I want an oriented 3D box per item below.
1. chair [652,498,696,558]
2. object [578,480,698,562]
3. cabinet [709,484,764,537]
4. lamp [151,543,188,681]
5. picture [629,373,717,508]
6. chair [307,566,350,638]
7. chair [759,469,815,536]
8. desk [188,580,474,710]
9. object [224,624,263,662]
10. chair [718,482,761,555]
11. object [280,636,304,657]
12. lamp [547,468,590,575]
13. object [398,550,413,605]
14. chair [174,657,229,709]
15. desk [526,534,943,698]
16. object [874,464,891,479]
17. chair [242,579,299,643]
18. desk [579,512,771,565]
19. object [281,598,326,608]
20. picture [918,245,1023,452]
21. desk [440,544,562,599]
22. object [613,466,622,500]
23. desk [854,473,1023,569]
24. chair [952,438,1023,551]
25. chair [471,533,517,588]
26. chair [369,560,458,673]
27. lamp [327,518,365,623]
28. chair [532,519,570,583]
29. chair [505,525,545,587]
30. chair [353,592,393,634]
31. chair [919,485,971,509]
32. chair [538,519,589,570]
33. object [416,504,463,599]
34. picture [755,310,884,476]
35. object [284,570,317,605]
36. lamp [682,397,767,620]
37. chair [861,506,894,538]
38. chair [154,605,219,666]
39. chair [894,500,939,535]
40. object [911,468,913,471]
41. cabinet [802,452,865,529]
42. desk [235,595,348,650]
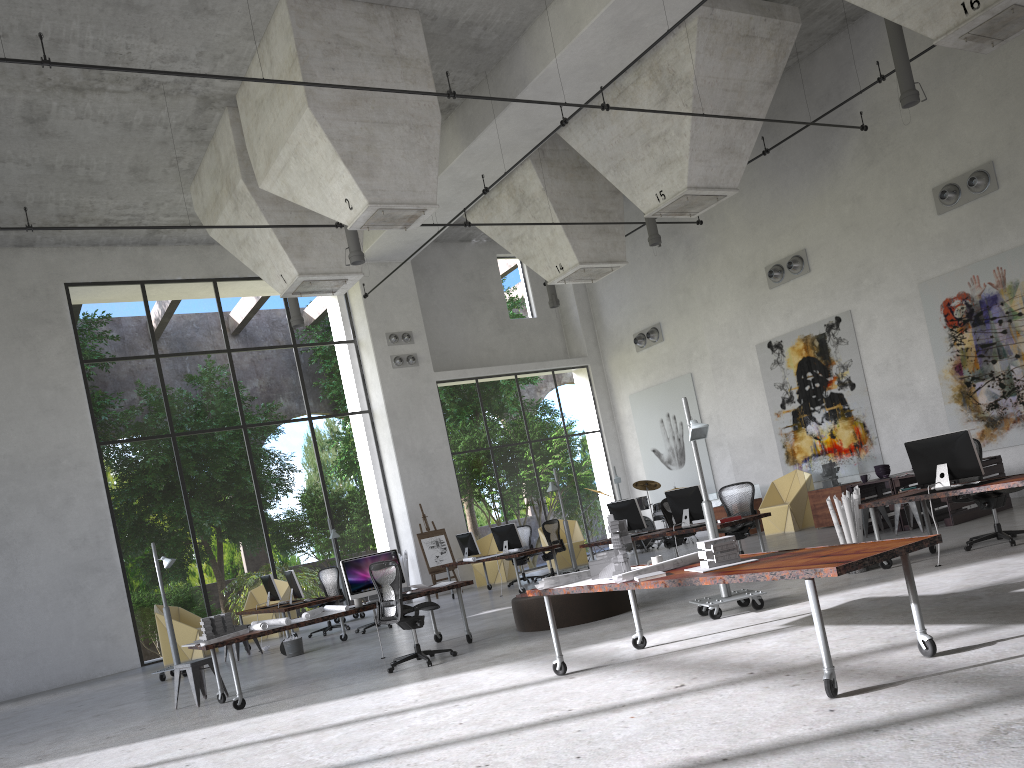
[{"bbox_3d":[2.514,2.373,13.862,0.806,1.179,0.762,-15,-4,42],"label":"chair"},{"bbox_3d":[3.005,3.067,20.764,3.027,1.734,1.863,-18,-8,42],"label":"object"},{"bbox_3d":[4.746,2.698,18.397,0.735,1.009,0.748,-10,-4,-32],"label":"cabinet"},{"bbox_3d":[-5.432,3.545,13.802,0.597,2.144,0.581,-12,-2,1],"label":"lamp"},{"bbox_3d":[3.906,1.496,21.557,0.020,3.005,2.380,-11,-4,-32],"label":"picture"},{"bbox_3d":[-3.375,3.943,15.971,0.779,1.179,0.789,-13,-4,22],"label":"chair"},{"bbox_3d":[5.423,2.306,17.240,0.924,1.164,0.998,-9,-5,-34],"label":"chair"},{"bbox_3d":[-1.942,2.949,10.041,3.097,0.721,0.993,-7,-8,-32],"label":"desk"},{"bbox_3d":[-4.522,4.312,14.647,0.465,0.529,0.470,-16,-6,43],"label":"object"},{"bbox_3d":[3.239,2.019,12.581,0.780,1.179,0.787,-14,-4,27],"label":"chair"},{"bbox_3d":[-3.329,3.967,13.305,0.292,0.297,0.405,-8,-7,-39],"label":"object"},{"bbox_3d":[1.038,2.692,17.066,0.589,2.144,0.588,-11,-2,-32],"label":"lamp"},{"bbox_3d":[-2.447,4.326,19.578,0.447,1.204,0.408,-13,-2,36],"label":"object"},{"bbox_3d":[-3.599,3.417,10.069,0.426,0.487,0.434,-15,-5,31],"label":"chair"},{"bbox_3d":[1.371,1.647,6.179,0.964,0.719,3.193,-8,-9,-32],"label":"desk"},{"bbox_3d":[5.644,1.328,13.369,0.211,0.213,0.197,-9,-5,-31],"label":"object"},{"bbox_3d":[-4.989,4.620,18.015,0.986,1.164,0.935,-13,-4,13],"label":"chair"},{"bbox_3d":[2.309,2.474,12.724,0.964,0.719,3.193,-8,-9,-32],"label":"desk"},{"bbox_3d":[-3.400,3.556,14.270,0.681,0.008,0.865,-8,-10,-25],"label":"object"},{"bbox_3d":[7.837,-0.502,14.084,0.020,3.005,2.259,-11,-4,-32],"label":"picture"},{"bbox_3d":[-0.213,3.678,17.023,0.964,0.719,3.193,-8,-9,-32],"label":"desk"},{"bbox_3d":[2.812,3.141,22.296,0.580,2.144,0.597,-12,-2,3],"label":"object"},{"bbox_3d":[4.932,1.233,8.325,0.954,0.719,3.195,-8,-9,-32],"label":"desk"},{"bbox_3d":[5.132,1.126,9.421,0.762,1.179,0.807,-9,-5,-43],"label":"chair"},{"bbox_3d":[-0.440,3.998,20.158,0.988,1.164,0.933,-13,-4,17],"label":"chair"},{"bbox_3d":[-1.144,2.472,9.572,0.782,1.179,0.786,-14,-4,32],"label":"chair"},{"bbox_3d":[-3.551,3.810,18.025,0.572,2.144,0.606,-11,-2,-32],"label":"lamp"},{"bbox_3d":[0.712,3.363,17.765,0.801,1.180,0.767,-13,-4,22],"label":"chair"},{"bbox_3d":[0.190,3.541,18.198,0.773,1.179,0.795,-12,-3,7],"label":"chair"},{"bbox_3d":[-2.349,3.537,14.760,0.783,1.179,0.784,-9,-5,-43],"label":"chair"},{"bbox_3d":[6.999,1.680,14.256,0.706,0.815,0.765,-16,-6,43],"label":"chair"},{"bbox_3d":[1.209,3.711,20.544,0.974,1.164,0.947,-11,-4,-12],"label":"chair"},{"bbox_3d":[-1.727,3.671,19.504,0.686,2.135,0.695,-11,-2,-31],"label":"object"},{"bbox_3d":[5.970,0.384,17.232,0.020,3.005,2.398,-11,-4,-32],"label":"picture"},{"bbox_3d":[-3.461,3.280,14.275,0.373,0.550,0.728,-10,-6,-26],"label":"object"},{"bbox_3d":[1.896,1.180,8.544,0.577,2.144,0.600,-12,-2,-7],"label":"lamp"},{"bbox_3d":[5.360,2.003,13.091,0.420,0.487,0.440,-12,-4,3],"label":"chair"},{"bbox_3d":[-6.273,4.695,16.766,0.936,1.164,0.985,-12,-4,3],"label":"chair"},{"bbox_3d":[5.623,1.824,12.299,0.432,0.487,0.428,-9,-5,-37],"label":"chair"},{"bbox_3d":[6.305,1.324,13.734,0.136,0.056,0.118,-10,-8,-16],"label":"object"},{"bbox_3d":[5.923,1.969,16.099,0.587,1.250,0.756,-10,-3,-32],"label":"cabinet"},{"bbox_3d":[-3.774,4.092,14.877,0.954,0.719,3.195,-8,-9,-32],"label":"desk"}]
